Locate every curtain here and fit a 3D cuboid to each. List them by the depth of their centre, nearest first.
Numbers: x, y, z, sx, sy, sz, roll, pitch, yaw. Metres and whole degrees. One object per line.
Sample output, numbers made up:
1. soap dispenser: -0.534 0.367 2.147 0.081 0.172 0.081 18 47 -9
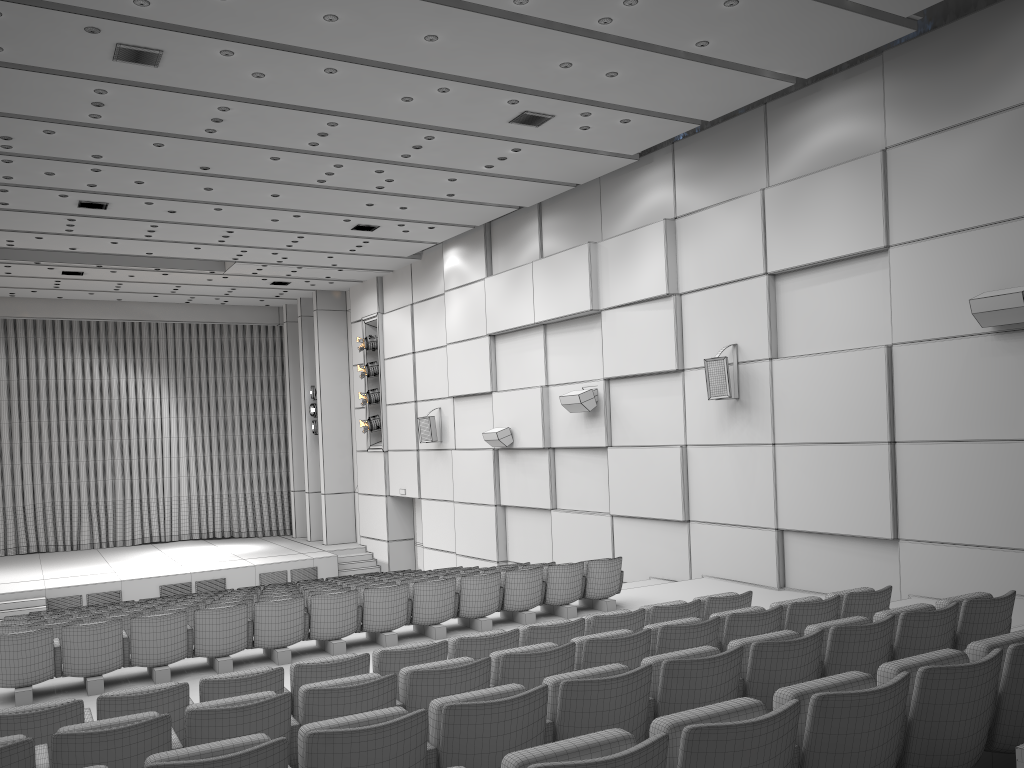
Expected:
1. curtain: -13.755 1.263 22.581 16.117 6.518 1.431 -1 0 -29

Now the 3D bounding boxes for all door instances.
1. door: -1.989 3.717 20.803 0.085 2.178 1.701 -3 0 -29

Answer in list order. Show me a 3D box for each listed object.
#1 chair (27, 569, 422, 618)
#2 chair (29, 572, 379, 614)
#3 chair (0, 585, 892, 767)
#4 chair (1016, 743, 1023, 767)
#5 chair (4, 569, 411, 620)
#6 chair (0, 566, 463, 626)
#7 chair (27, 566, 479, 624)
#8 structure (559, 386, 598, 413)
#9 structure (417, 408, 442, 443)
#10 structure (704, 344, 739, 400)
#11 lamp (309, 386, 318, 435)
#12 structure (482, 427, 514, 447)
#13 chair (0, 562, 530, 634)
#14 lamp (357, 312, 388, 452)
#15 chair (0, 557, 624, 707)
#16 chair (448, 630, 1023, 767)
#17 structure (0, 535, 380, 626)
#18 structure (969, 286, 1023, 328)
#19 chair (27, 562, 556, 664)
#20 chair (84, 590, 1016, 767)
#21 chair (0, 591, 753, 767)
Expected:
1. chair: -4.240 3.542 14.017 6.045 0.621 0.613 0 -2 -29
2. chair: -5.272 3.996 15.964 6.045 0.621 0.613 0 -2 -29
3. chair: -3.276 1.833 3.316 13.738 0.621 0.613 0 -2 -29
4. chair: -1.710 1.153 0.415 13.189 0.621 0.613 0 -2 -29
5. chair: -4.785 3.769 14.971 6.594 0.621 0.613 0 -2 -29
6. chair: -3.725 3.315 13.045 6.594 0.621 0.613 0 -2 -29
7. chair: -3.180 3.088 12.091 6.045 0.621 0.613 0 -2 -29
8. structure: 1.104 0.248 14.289 0.470 0.417 0.521 -1 -2 -33
9. structure: -1.739 0.877 18.766 0.409 0.744 0.410 -2 0 18
10. structure: 2.767 -0.160 11.685 0.409 0.744 0.410 -2 0 18
11. lamp: -5.146 0.693 23.475 0.436 1.478 0.386 -3 1 -33
12. structure: -0.222 0.963 16.442 0.470 0.417 0.521 -1 -2 -32
13. chair: -2.665 2.861 11.120 6.594 0.621 0.613 0 -2 -29
14. lamp: -3.360 -0.010 21.546 0.754 3.340 1.023 -3 1 -33
15. chair: -1.605 2.407 9.195 6.595 0.621 0.613 0 -2 -29
16. chair: -2.216 1.379 1.391 13.738 0.621 0.613 0 -2 -29
17. structure: -12.037 4.727 19.910 17.804 0.845 8.333 0 -4 -29
18. structure: 4.848 -0.787 8.638 0.470 0.417 0.521 -1 -2 -32
19. chair: -2.120 2.634 10.166 6.045 0.621 0.613 0 -2 -29
20. chair: -2.770 1.606 2.340 13.189 0.621 0.613 0 -2 -29
21. chair: -3.830 2.060 4.266 13.189 0.621 0.613 0 -2 -29
